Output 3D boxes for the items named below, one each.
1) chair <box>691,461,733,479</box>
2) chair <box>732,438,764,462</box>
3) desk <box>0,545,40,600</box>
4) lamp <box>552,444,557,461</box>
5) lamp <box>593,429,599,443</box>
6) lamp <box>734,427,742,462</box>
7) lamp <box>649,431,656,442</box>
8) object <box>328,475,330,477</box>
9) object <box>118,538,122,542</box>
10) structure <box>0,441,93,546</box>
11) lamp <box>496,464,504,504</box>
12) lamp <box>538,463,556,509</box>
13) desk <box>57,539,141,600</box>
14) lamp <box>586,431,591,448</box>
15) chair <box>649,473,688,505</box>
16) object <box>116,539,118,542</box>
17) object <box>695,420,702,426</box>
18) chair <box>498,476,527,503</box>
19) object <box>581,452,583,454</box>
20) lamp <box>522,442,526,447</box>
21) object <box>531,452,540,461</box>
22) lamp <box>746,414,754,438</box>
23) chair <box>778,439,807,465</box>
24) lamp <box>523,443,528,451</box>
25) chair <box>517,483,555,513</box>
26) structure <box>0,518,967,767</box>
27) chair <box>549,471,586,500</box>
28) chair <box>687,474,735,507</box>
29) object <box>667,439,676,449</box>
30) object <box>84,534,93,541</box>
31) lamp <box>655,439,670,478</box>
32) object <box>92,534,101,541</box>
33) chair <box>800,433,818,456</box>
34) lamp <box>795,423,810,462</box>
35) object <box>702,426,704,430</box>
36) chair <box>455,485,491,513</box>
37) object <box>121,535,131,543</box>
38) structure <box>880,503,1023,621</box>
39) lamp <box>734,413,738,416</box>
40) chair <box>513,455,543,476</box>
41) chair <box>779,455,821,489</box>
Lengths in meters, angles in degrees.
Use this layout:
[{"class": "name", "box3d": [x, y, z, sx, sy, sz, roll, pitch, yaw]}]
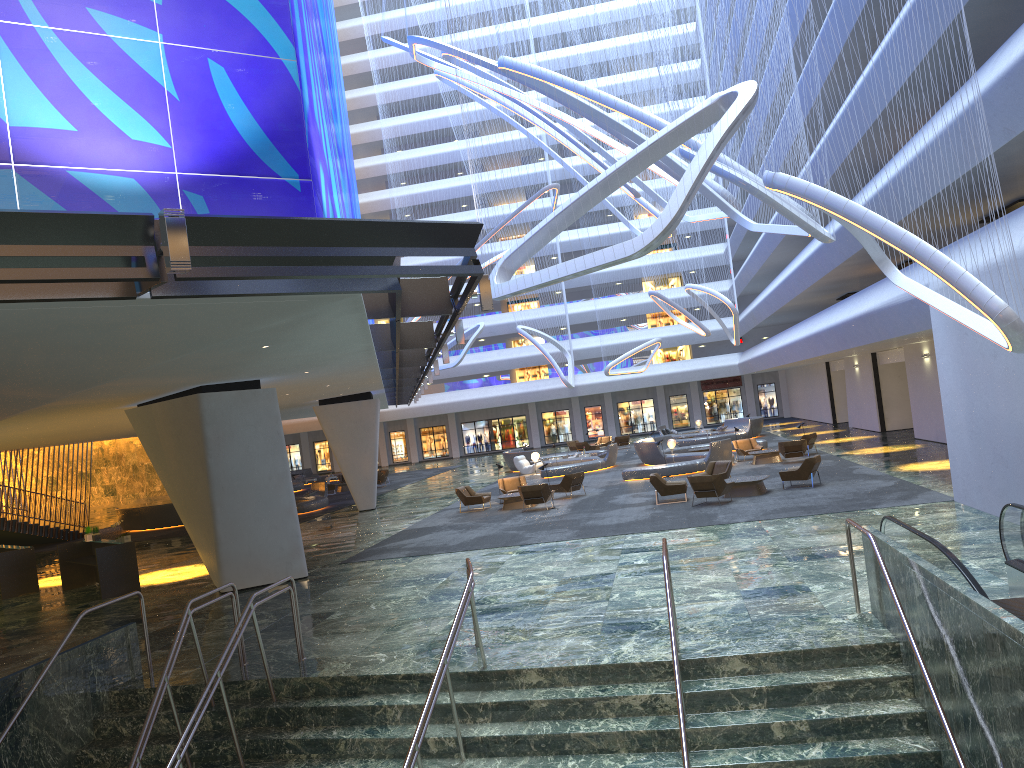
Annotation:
[{"class": "chair", "box3d": [5.562, 2.551, 24.415, 0.937, 0.766, 0.931, -7, -1, -29]}, {"class": "chair", "box3d": [8.686, 2.428, 32.665, 0.929, 0.766, 0.939, -7, -1, -7]}, {"class": "desk", "box3d": [-12.782, 4.671, 22.194, 0.812, 1.097, 2.984, -7, -2, -44]}, {"class": "lamp", "box3d": [1.901, 3.223, 38.397, 0.201, 1.300, 0.384, -7, 0, -15]}, {"class": "lamp", "box3d": [5.032, 3.299, 52.574, 0.383, 1.300, 0.202, -7, 0, -29]}, {"class": "lamp", "box3d": [8.278, 2.204, 32.499, 0.202, 1.300, 0.383, -7, 0, 26]}, {"class": "lamp", "box3d": [6.144, 2.674, 38.300, 0.385, 1.300, 0.201, -7, 0, 27]}, {"class": "object", "box3d": [-11.205, 5.633, 54.278, 0.071, 0.118, 0.151, -8, -1, 45]}, {"class": "object", "box3d": [-8.629, 3.443, 19.600, 0.108, 0.108, 0.110, -8, -1, 44]}, {"class": "structure", "box3d": [-23.156, 4.169, 35.666, 11.990, 6.246, 16.484, -8, -2, 9]}, {"class": "lamp", "box3d": [-0.351, 3.171, 28.282, 0.202, 1.300, 0.383, -7, 0, 26]}, {"class": "lamp", "box3d": [0.983, 2.890, 25.046, 0.385, 1.300, 0.201, -7, 0, 27]}, {"class": "desk", "box3d": [-9.464, 4.178, 20.220, 0.812, 1.097, 2.984, -7, -2, -42]}, {"class": "lamp", "box3d": [4.274, 3.281, 49.154, 0.201, 1.300, 0.385, -7, 0, -28]}, {"class": "chair", "box3d": [4.103, 2.695, 23.113, 0.939, 0.766, 0.929, -8, -1, 12]}, {"class": "object", "box3d": [-8.767, 3.484, 19.740, 0.072, 0.070, 0.073, -8, -1, 44]}, {"class": "object", "box3d": [11.436, 2.385, 54.262, 0.366, 0.387, 0.318, -7, -1, -8]}, {"class": "chair", "box3d": [0.056, 3.395, 28.448, 0.929, 0.766, 0.939, -7, -1, -7]}, {"class": "object", "box3d": [3.420, 3.384, 43.377, 0.071, 0.118, 0.151, -8, -1, 20]}, {"class": "lamp", "box3d": [0.685, 3.641, 46.135, 0.201, 1.300, 0.385, -7, 0, -37]}, {"class": "object", "box3d": [1.030, 3.198, 38.985, 0.366, 0.387, 0.318, -7, -1, -8]}, {"class": "lamp", "box3d": [11.989, 2.136, 44.627, 0.201, 1.300, 0.385, -7, 0, -31]}, {"class": "chair", "box3d": [9.324, 2.235, 29.376, 0.930, 0.766, 0.938, -8, -1, 16]}, {"class": "lamp", "box3d": [0.719, 3.555, 43.722, 0.384, 1.300, 0.202, -7, 0, 3]}, {"class": "chair", "box3d": [0.695, 3.202, 25.159, 0.930, 0.766, 0.938, -8, -1, 16]}, {"class": "structure", "box3d": [-1.633, 6.173, 1.317, 9.311, 8.398, 19.727, -8, -2, 9]}, {"class": "chair", "box3d": [1.743, 3.145, 27.464, 0.941, 0.766, 0.927, -8, -2, 43]}, {"class": "chair", "box3d": [4.829, 2.549, 21.559, 0.931, 0.766, 0.937, -8, -1, 36]}, {"class": "object", "box3d": [6.412, 2.390, 35.552, 0.367, 0.387, 0.318, -8, -1, 17]}, {"class": "object", "box3d": [-10.047, 3.656, 21.064, 0.150, 0.145, 0.150, -8, -1, 43]}, {"class": "lamp", "box3d": [5.098, 2.532, 30.118, 0.385, 1.300, 0.201, -7, 0, 27]}, {"class": "object", "box3d": [-9.744, 3.608, 20.793, 0.150, 0.145, 0.150, -8, -1, 43]}, {"class": "chair", "box3d": [10.373, 2.178, 31.681, 0.941, 0.766, 0.927, -8, -2, 43]}, {"class": "lamp", "box3d": [9.613, 1.923, 29.263, 0.385, 1.300, 0.201, -7, 0, 27]}, {"class": "object", "box3d": [11.143, 2.600, 51.659, 0.131, 0.252, 0.103, -7, 0, -7]}, {"class": "chair", "box3d": [-1.176, 3.514, 27.261, 0.940, 0.766, 0.928, -8, -1, 18]}, {"class": "object", "box3d": [-8.457, 3.395, 19.426, 0.149, 0.149, 0.149, -8, -1, 44]}, {"class": "structure", "box3d": [4.726, 5.301, 0.670, 3.019, 8.237, 19.823, -7, -2, 9]}, {"class": "lamp", "box3d": [12.387, 2.222, 48.665, 0.384, 1.300, 0.202, -7, 0, 9]}, {"class": "chair", "box3d": [0.753, 3.632, 39.835, 1.159, 0.882, 0.728, -8, -1, 29]}, {"class": "chair", "box3d": [7.399, 2.256, 22.682, 0.941, 0.766, 0.928, -8, -1, 34]}]
